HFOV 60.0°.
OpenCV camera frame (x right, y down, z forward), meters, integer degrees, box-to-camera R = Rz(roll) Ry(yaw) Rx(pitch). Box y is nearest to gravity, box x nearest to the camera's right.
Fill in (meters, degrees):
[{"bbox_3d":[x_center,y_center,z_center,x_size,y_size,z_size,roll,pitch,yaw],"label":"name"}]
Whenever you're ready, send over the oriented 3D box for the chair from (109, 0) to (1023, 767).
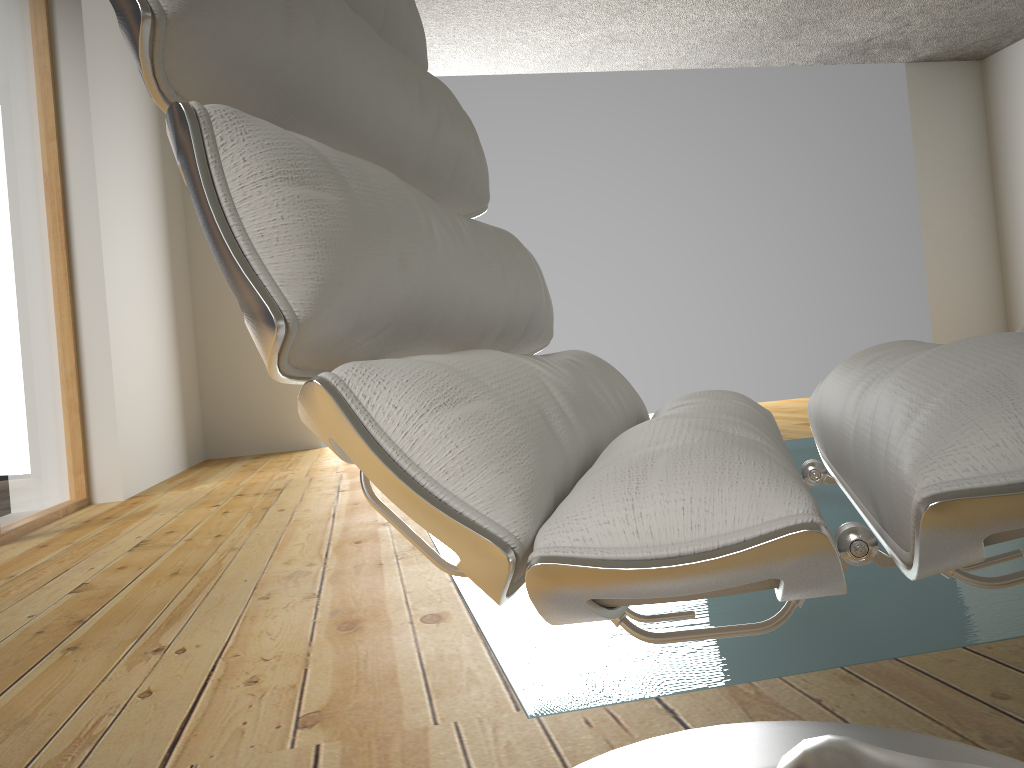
[{"bbox_3d":[0.145,-0.127,0.618,0.913,0.969,0.570,-5,-1,15],"label":"chair"}]
